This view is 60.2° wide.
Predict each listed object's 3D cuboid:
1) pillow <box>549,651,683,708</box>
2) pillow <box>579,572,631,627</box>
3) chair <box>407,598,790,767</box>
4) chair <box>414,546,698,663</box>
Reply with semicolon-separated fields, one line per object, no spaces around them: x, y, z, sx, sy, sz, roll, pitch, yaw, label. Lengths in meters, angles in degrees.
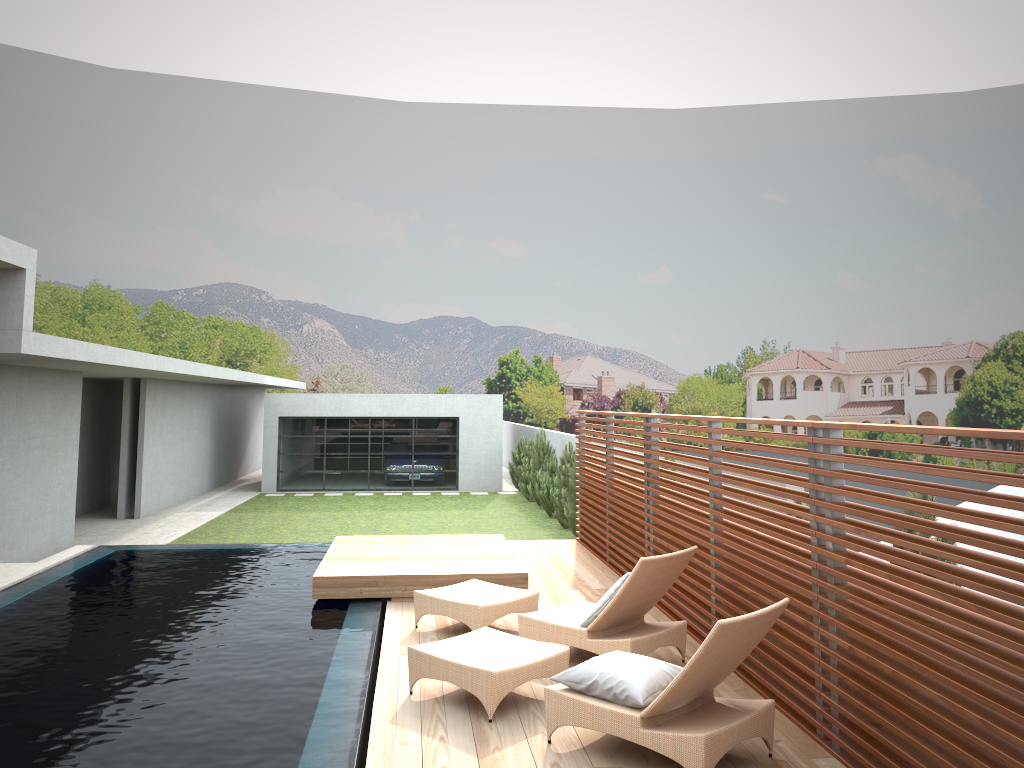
0.618;1.596;4.854;0.592;0.196;0.593;-1;-2;40;pillow
0.830;1.499;6.278;0.425;0.430;0.606;-3;-4;42;pillow
0.399;1.543;5.116;2.288;0.834;0.698;-1;-4;44;chair
0.263;1.578;6.783;2.288;0.834;0.697;-1;-4;43;chair
